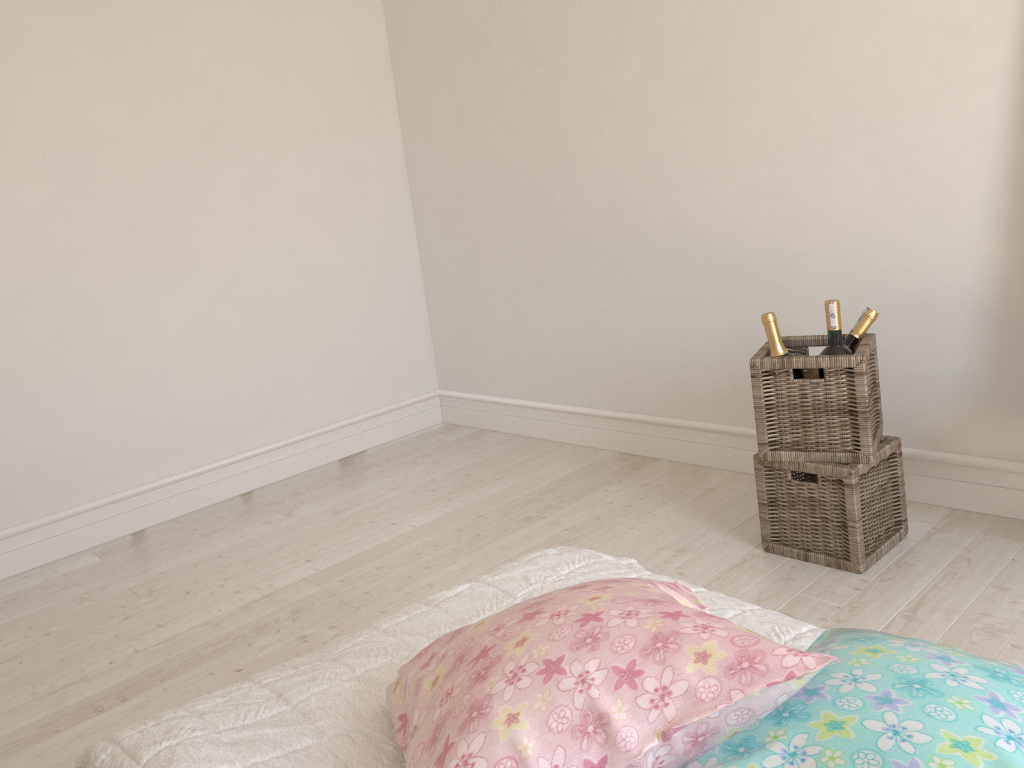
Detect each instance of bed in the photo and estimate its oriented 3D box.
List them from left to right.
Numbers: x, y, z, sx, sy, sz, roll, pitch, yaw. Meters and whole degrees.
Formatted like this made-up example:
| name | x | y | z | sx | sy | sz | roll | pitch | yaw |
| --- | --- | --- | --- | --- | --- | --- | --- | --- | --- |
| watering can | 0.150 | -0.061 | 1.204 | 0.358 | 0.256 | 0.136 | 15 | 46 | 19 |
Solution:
| name | x | y | z | sx | sy | sz | roll | pitch | yaw |
| --- | --- | --- | --- | --- | --- | --- | --- | --- | --- |
| bed | -0.058 | 0.650 | 0.451 | 2.242 | 0.623 | 1.957 | -18 | 16 | -41 |

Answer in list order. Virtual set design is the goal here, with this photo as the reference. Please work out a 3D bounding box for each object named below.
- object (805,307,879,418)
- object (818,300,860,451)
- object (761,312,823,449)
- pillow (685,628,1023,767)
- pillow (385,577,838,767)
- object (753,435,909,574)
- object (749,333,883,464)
| name | x | y | z | sx | sy | sz | roll | pitch | yaw |
| --- | --- | --- | --- | --- | --- | --- | --- | --- | --- |
| object | 0.838 | -0.028 | 2.343 | 0.284 | 0.328 | 0.097 | -6 | 8 | 8 |
| object | 0.818 | -0.023 | 2.211 | 0.096 | 0.373 | 0.095 | -11 | 8 | -25 |
| object | 0.718 | -0.008 | 2.266 | 0.127 | 0.357 | 0.096 | -4 | 9 | 28 |
| pillow | 0.314 | 0.306 | 0.678 | 0.366 | 0.166 | 0.383 | -16 | 14 | -36 |
| pillow | 0.059 | 0.287 | 0.818 | 0.354 | 0.199 | 0.399 | -10 | 12 | -9 |
| object | 0.842 | 0.293 | 2.329 | 0.279 | 0.267 | 0.276 | -17 | 13 | -41 |
| object | 0.801 | 0.031 | 2.307 | 0.275 | 0.267 | 0.280 | -2 | 11 | 28 |
